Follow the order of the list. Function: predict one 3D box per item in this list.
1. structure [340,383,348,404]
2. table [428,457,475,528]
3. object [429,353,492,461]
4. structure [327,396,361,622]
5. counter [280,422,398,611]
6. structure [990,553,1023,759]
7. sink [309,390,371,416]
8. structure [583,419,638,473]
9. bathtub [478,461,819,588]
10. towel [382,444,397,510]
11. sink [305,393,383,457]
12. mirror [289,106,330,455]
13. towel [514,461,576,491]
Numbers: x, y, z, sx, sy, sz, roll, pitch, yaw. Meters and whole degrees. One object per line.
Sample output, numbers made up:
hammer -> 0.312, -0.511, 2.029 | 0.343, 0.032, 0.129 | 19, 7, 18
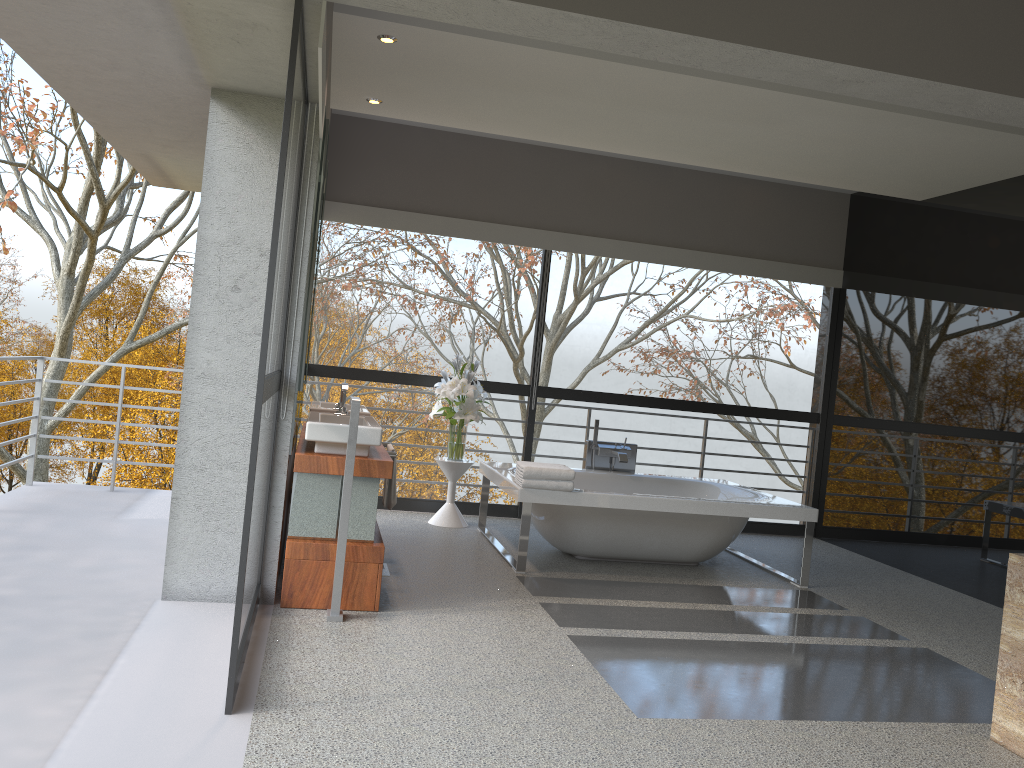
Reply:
structure -> -1.166, 0.487, 5.936 | 0.069, 0.988, 0.303 | 6, 0, -12
table -> -0.451, 0.805, 6.610 | 0.307, 0.478, 0.308 | 5, 1, -28
object -> -0.399, 0.170, 6.598 | 0.450, 0.796, 0.459 | 6, 0, 15
structure -> -0.767, 0.555, 4.070 | 0.069, 0.988, 0.303 | 6, 0, -12
counter -> -0.961, 0.661, 5.004 | 0.524, 0.704, 1.849 | 6, 1, -12
structure -> 2.000, 0.803, 3.157 | 0.292, 1.074, 0.328 | 6, 0, -12
sink -> -1.077, 0.155, 5.525 | 0.352, 0.266, 0.750 | 6, 1, -12
structure -> 0.766, 0.726, 6.660 | 0.402, 0.885, 0.330 | 6, 0, -12
bathtub -> 0.831, 0.929, 6.060 | 1.958, 0.504, 1.328 | 6, 1, -12
towel -> -0.700, 0.539, 5.133 | 0.079, 0.368, 0.302 | 6, 1, -12
sink -> -0.855, 0.193, 4.487 | 0.352, 0.266, 0.750 | 6, 1, -12
mirror -> -1.230, -0.519, 4.940 | 0.253, 1.617, 1.791 | 6, 1, -12
towel -> 0.198, 0.563, 5.369 | 0.322, 0.145, 0.305 | 6, 1, -9
